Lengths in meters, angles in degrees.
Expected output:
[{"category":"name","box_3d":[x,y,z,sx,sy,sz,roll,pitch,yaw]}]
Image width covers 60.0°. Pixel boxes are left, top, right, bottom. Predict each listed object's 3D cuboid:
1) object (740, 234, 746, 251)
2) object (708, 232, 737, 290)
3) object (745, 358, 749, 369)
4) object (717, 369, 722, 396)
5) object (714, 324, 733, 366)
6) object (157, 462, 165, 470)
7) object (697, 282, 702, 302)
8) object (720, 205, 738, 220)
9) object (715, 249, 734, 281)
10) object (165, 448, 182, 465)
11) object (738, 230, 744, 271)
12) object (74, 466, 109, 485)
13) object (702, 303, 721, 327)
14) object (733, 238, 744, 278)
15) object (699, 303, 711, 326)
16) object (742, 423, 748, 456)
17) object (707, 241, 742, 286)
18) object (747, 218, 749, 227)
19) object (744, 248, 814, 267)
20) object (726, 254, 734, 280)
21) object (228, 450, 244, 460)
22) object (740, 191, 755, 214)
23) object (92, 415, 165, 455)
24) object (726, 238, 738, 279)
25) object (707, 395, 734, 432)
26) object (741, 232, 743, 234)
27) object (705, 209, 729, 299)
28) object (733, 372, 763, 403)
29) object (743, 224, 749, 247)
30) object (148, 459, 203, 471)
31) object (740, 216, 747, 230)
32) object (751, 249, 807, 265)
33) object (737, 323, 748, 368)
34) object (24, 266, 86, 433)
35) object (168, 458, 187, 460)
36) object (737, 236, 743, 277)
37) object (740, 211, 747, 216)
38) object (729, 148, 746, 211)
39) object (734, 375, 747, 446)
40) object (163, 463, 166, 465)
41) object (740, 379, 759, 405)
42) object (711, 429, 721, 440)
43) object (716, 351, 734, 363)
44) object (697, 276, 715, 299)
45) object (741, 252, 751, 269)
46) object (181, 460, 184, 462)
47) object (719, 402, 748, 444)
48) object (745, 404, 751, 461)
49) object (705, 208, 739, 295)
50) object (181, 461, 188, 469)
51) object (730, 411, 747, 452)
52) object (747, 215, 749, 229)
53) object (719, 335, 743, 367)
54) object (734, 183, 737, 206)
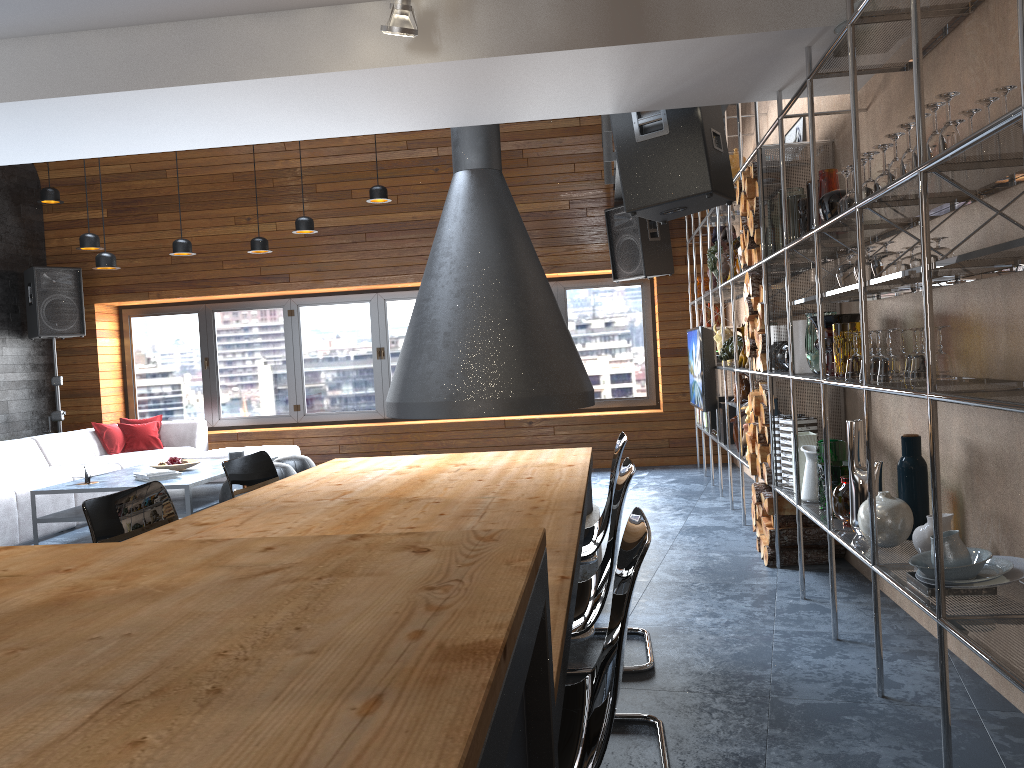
[{"category":"object","box_3d":[1.444,-0.801,4.951,0.321,0.109,0.110,-3,2,6]},{"category":"object","box_3d":[1.630,-0.936,6.937,0.219,0.440,0.462,-3,2,6]},{"category":"object","box_3d":[1.529,-0.315,5.294,0.210,0.451,0.405,-3,2,-2]},{"category":"object","box_3d":[1.789,0.129,7.693,0.112,0.533,0.112,-3,2,6]},{"category":"object","box_3d":[1.595,-0.284,6.321,0.325,0.310,0.154,-3,2,-9]},{"category":"object","box_3d":[-2.654,0.622,6.708,0.064,0.062,0.061,-2,2,37]},{"category":"object","box_3d":[1.804,-0.870,8.204,0.233,0.209,0.107,-3,2,-7]},{"category":"object","box_3d":[1.673,-1.513,6.916,0.207,0.442,0.328,-3,2,-1]},{"category":"object","box_3d":[1.541,-0.826,6.306,0.164,0.266,0.237,-3,2,23]},{"category":"object","box_3d":[-2.584,0.569,6.773,0.118,0.172,0.105,-4,2,-32]},{"category":"object","box_3d":[1.472,-0.796,5.143,0.314,0.280,0.151,-3,2,5]},{"category":"object","box_3d":[-2.971,0.639,6.204,0.250,0.117,0.240,-3,2,14]},{"category":"object","box_3d":[1.808,-0.620,7.988,0.267,0.223,0.060,-4,2,-38]},{"category":"object","box_3d":[1.524,-0.810,5.668,0.227,0.270,0.123,-3,2,6]},{"category":"object","box_3d":[1.825,-0.631,8.189,0.233,0.229,0.116,-5,2,-44]},{"category":"object","box_3d":[1.573,0.357,5.749,0.119,0.220,0.212,-2,2,40]},{"category":"object","box_3d":[1.575,-0.878,6.536,0.255,0.356,0.167,-2,2,25]},{"category":"object","box_3d":[1.413,-0.874,4.680,0.331,0.110,0.101,-3,2,4]},{"category":"object","box_3d":[1.465,-0.707,4.845,0.362,0.131,0.154,-3,2,6]},{"category":"object","box_3d":[1.592,-0.790,6.004,0.272,0.207,0.137,-3,2,10]},{"category":"object","box_3d":[-2.240,0.587,7.206,0.126,0.081,0.126,-4,2,-21]},{"category":"object","box_3d":[1.386,-0.974,4.711,0.321,0.128,0.164,-3,2,7]},{"category":"object","box_3d":[-3.714,0.508,8.741,0.528,0.354,0.742,-3,2,6]},{"category":"object","box_3d":[1.562,-0.823,5.833,0.290,0.290,0.097,-3,2,5]},{"category":"object","box_3d":[1.820,0.252,7.459,0.343,0.303,0.175,-3,2,6]},{"category":"object","box_3d":[1.478,-0.841,5.309,0.198,0.358,0.116,-3,2,14]},{"category":"object","box_3d":[1.751,-1.189,7.664,0.244,0.879,0.244,-2,2,35]},{"category":"object","box_3d":[1.610,0.019,6.002,0.217,0.214,0.108,-2,2,31]},{"category":"object","box_3d":[1.430,-0.831,4.838,0.329,0.135,0.095,-3,2,10]},{"category":"object","box_3d":[-2.563,0.628,6.763,0.395,0.061,0.395,-3,2,-1]},{"category":"object","box_3d":[1.440,-0.894,4.934,0.331,0.110,0.107,-3,2,8]},{"category":"object","box_3d":[1.436,-0.697,4.721,0.299,0.114,0.135,-3,2,8]},{"category":"object","box_3d":[1.581,-0.251,5.710,0.290,0.290,0.097,-4,2,-14]},{"category":"object","box_3d":[-4.610,-0.004,8.846,0.686,2.298,0.639,-2,2,44]},{"category":"object","box_3d":[-2.749,0.634,7.293,0.160,0.040,0.160,-4,2,-16]},{"category":"object","box_3d":[1.522,-0.794,5.463,0.253,0.249,0.126,-3,2,11]},{"category":"object","box_3d":[1.429,-0.961,4.931,0.308,0.120,0.097,-3,2,11]},{"category":"object","box_3d":[1.663,-1.506,6.465,0.215,0.458,0.328,-3,2,11]},{"category":"object","box_3d":[1.643,0.177,6.330,0.112,0.533,0.112,-3,2,6]},{"category":"object","box_3d":[-2.671,0.622,6.785,0.042,0.042,0.044,-3,2,6]},{"category":"object","box_3d":[1.566,0.049,5.781,0.210,0.168,0.105,-5,2,-44]},{"category":"object","box_3d":[1.756,0.391,6.999,0.325,0.058,0.360,-3,2,6]},{"category":"object","box_3d":[1.844,-0.252,8.110,0.320,0.114,0.404,-3,2,6]},{"category":"object","box_3d":[1.781,-0.862,7.954,0.278,0.222,0.138,-3,2,17]},{"category":"object","box_3d":[1.451,-0.706,4.945,0.330,0.105,0.107,-3,2,9]},{"category":"object","box_3d":[-2.566,0.612,6.851,0.062,0.062,0.060,-4,2,-33]},{"category":"object","box_3d":[1.724,0.283,6.561,0.343,0.303,0.175,-3,2,6]},{"category":"object","box_3d":[1.557,0.296,5.392,0.170,0.363,0.375,-4,2,-28]},{"category":"object","box_3d":[1.745,-1.158,7.397,0.305,0.840,0.237,-3,2,8]},{"category":"object","box_3d":[-2.474,0.612,6.707,0.061,0.061,0.063,-3,2,6]},{"category":"object","box_3d":[1.599,0.317,5.984,0.249,0.290,0.114,-2,2,32]},{"category":"object","box_3d":[1.436,-0.891,4.758,0.330,0.098,0.107,-3,2,10]},{"category":"object","box_3d":[1.588,-0.227,5.971,0.403,0.221,0.192,-2,2,43]},{"category":"object","box_3d":[1.505,-1.397,6.224,0.208,0.280,0.131,-4,2,-12]}]
